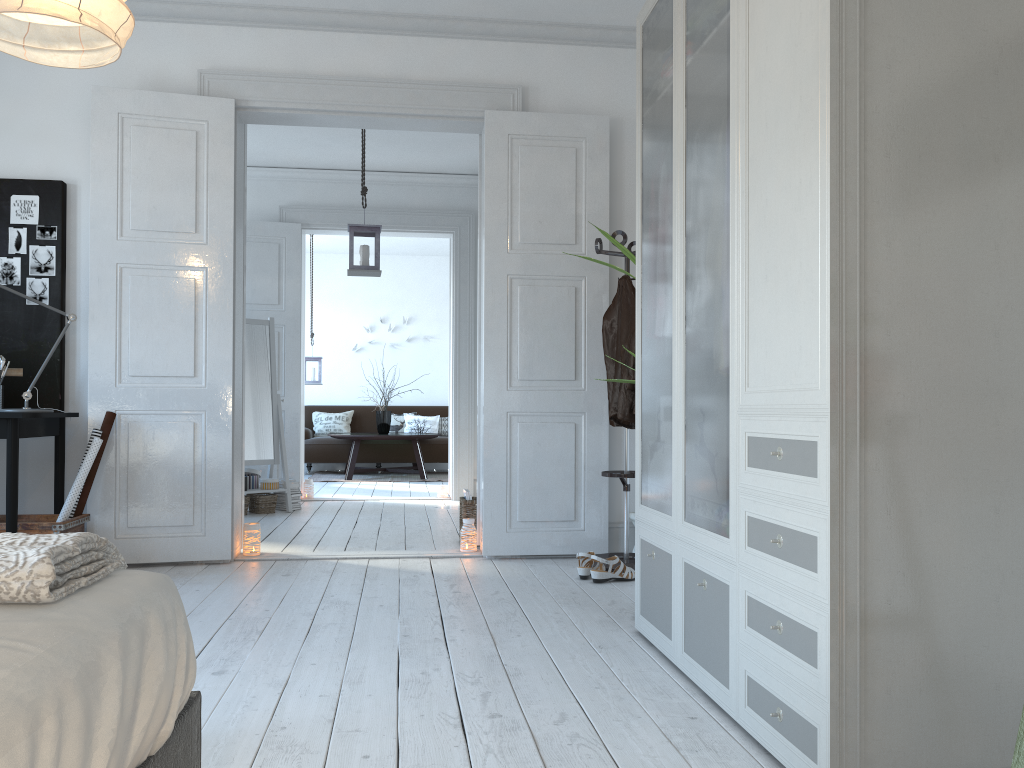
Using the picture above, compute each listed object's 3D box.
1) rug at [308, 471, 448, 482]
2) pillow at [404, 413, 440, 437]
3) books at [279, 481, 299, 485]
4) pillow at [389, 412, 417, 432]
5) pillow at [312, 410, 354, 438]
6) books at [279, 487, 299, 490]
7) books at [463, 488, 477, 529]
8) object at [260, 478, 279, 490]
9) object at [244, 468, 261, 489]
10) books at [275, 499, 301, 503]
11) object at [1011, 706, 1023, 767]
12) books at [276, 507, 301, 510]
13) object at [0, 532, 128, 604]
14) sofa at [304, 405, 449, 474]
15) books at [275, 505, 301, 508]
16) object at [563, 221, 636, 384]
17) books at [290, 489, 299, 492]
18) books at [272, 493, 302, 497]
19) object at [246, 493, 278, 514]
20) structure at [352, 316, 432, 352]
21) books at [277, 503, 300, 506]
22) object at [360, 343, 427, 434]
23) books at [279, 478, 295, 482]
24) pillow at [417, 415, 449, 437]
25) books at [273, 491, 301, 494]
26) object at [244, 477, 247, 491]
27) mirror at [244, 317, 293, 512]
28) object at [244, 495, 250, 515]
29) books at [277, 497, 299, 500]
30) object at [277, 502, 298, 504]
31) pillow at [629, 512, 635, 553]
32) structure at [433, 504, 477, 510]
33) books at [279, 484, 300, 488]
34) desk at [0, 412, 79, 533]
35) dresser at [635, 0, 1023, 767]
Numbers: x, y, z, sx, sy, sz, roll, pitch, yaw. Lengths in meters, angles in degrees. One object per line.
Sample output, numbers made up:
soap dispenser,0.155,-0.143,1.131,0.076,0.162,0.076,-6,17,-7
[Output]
rug,-1.481,1.054,10.309,1.710,0.055,1.456,0,-2,-7
pillow,-1.138,0.519,11.120,0.471,0.309,0.188,0,-1,-7
books,-1.751,0.764,6.891,0.132,0.017,0.187,1,-2,-34
pillow,-1.438,0.528,11.159,0.473,0.347,0.158,0,-1,-9
pillow,-2.243,0.511,11.098,0.519,0.367,0.239,0,-1,-7
books,-1.753,0.807,6.893,0.128,0.016,0.181,1,-2,-36
books,-0.180,0.767,5.191,0.201,0.300,0.179,0,-1,-7
object,-1.833,0.756,6.706,0.142,0.074,0.142,1,-2,-23
object,-2.031,0.716,6.779,0.207,0.158,0.241,0,-1,1
books,-1.753,0.904,6.891,0.187,0.017,0.132,-1,-2,30
object,0.970,0.427,1.167,0.431,0.774,0.671,0,-1,-7
books,-1.750,0.966,6.896,0.178,0.016,0.128,-1,-2,31
object,-1.294,0.243,1.147,1.460,0.104,0.405,0,-2,-7
sofa,-1.568,0.680,11.072,2.165,0.824,0.969,0,-1,-7
books,-1.754,0.949,6.894,0.177,0.016,0.128,-1,-2,34
object,0.698,0.107,3.508,1.044,1.553,0.289,0,-1,23
books,-1.753,0.823,6.895,0.128,0.016,0.177,2,-2,-41
books,-1.748,0.860,6.889,0.193,0.022,0.128,-1,-2,25
object,-1.893,0.904,6.714,0.185,0.140,0.295,1,-2,-35
structure,-1.562,-0.648,11.555,1.025,0.478,0.085,0,-1,-7
books,-1.754,0.932,6.891,0.181,0.016,0.128,-1,-2,38
object,-1.359,0.048,10.246,0.846,1.065,0.525,1,-1,-36
books,-1.761,0.748,6.902,0.111,0.014,0.156,1,-2,-28
pillow,-0.953,0.536,11.256,0.542,0.288,0.183,0,-1,-6
books,-1.749,0.840,6.897,0.178,0.016,0.128,-1,-2,36
object,-2.066,0.737,6.542,0.165,0.103,0.155,2,-2,-42
mirror,-2.000,0.220,6.685,0.610,1.488,0.417,1,-1,-42
object,-2.064,0.900,6.585,0.185,0.140,0.295,1,-2,-35
books,-1.762,0.884,6.894,0.167,0.022,0.128,-1,-2,27
object,-1.763,0.917,6.902,0.156,0.014,0.111,-1,-2,36
pillow,0.787,0.762,4.651,0.317,0.314,0.273,0,-1,-6
structure,0.067,-0.332,7.335,0.800,2.827,1.248,0,-1,38
books,-1.744,0.785,6.888,0.128,0.026,0.200,1,-2,-36
desk,-2.648,0.505,3.924,1.159,0.759,0.651,0,-1,-7
dresser,0.823,-0.242,2.464,0.630,2.162,1.432,0,-1,-7
